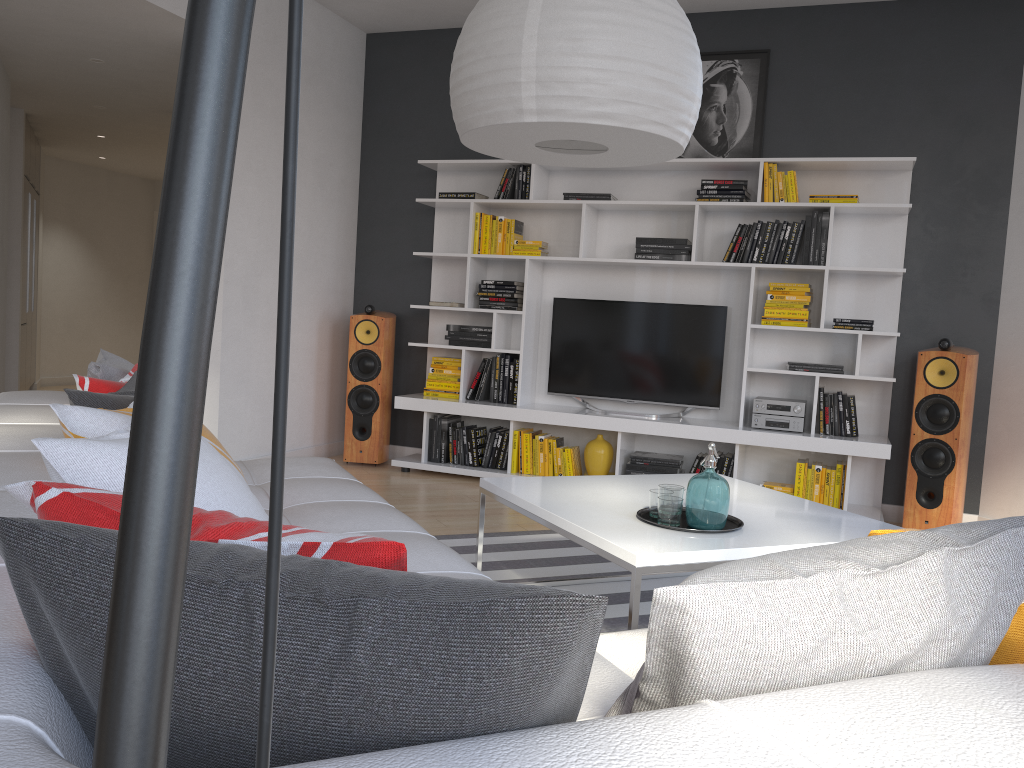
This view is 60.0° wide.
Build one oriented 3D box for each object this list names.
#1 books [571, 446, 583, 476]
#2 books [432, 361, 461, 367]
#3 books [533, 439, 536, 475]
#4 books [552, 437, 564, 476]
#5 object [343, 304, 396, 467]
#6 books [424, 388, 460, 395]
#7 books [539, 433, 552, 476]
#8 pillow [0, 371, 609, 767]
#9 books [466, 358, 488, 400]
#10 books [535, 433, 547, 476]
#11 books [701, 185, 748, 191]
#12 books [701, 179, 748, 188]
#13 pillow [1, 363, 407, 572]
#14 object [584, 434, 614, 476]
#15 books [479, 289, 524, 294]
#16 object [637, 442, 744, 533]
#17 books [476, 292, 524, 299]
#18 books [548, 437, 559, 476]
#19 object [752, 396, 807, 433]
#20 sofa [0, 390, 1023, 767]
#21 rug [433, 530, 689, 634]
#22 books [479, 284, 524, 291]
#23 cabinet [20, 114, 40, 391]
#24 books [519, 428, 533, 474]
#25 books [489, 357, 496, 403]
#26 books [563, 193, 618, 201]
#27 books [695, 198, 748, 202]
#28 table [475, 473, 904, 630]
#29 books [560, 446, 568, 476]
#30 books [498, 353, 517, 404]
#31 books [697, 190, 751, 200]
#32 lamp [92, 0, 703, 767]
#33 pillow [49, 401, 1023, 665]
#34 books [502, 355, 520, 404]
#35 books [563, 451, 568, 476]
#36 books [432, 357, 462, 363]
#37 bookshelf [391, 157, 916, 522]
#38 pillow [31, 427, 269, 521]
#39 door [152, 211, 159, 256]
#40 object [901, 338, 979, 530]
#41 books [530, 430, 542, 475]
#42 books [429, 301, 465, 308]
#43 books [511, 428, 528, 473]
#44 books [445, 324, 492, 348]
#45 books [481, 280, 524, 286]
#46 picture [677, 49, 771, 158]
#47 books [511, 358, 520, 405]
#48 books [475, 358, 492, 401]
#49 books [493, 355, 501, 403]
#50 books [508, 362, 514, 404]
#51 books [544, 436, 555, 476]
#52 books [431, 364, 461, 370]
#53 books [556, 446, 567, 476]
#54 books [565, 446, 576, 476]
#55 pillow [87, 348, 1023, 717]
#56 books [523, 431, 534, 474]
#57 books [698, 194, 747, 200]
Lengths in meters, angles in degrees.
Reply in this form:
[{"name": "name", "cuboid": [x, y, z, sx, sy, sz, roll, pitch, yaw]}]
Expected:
[{"name": "books", "cuboid": [0.406, 0.493, 5.566, 0.046, 0.193, 0.149, 5, 4, 21]}, {"name": "books", "cuboid": [-0.398, -0.138, 5.995, 0.234, 0.024, 0.171, 5, 5, 24]}, {"name": "books", "cuboid": [0.166, 0.457, 5.648, 0.042, 0.230, 0.156, 5, 4, 19]}, {"name": "books", "cuboid": [0.299, 0.462, 5.624, 0.056, 0.235, 0.172, 5, 4, 19]}, {"name": "object", "cuboid": [-0.965, 0.000, 6.130, 0.290, 1.088, 0.434, 4, 4, 5]}, {"name": "books", "cuboid": [-0.427, 0.045, 6.001, 0.269, 0.025, 0.213, 5, 4, 23]}, {"name": "books", "cuboid": [0.216, 0.447, 5.645, 0.055, 0.252, 0.185, 5, 4, 19]}, {"name": "pillow", "cuboid": [-0.549, 0.262, 1.548, 0.608, 0.436, 2.120, 1, 5, -29]}, {"name": "books", "cuboid": [-0.194, -0.035, 5.914, 0.142, 0.284, 0.232, 5, 4, 20]}, {"name": "books", "cuboid": [0.188, 0.445, 5.644, 0.041, 0.252, 0.180, 5, 4, 20]}, {"name": "books", "cuboid": [1.268, -1.161, 5.294, 0.246, 0.026, 0.180, 5, 4, 23]}, {"name": "books", "cuboid": [1.271, -1.189, 5.304, 0.266, 0.030, 0.209, 5, 4, 14]}, {"name": "pillow", "cuboid": [-0.692, 0.259, 1.843, 0.575, 0.449, 2.250, 1, 5, -27]}, {"name": "object", "cuboid": [0.540, 0.443, 5.524, 0.185, 0.257, 0.185, 3, 4, -2]}, {"name": "books", "cuboid": [-0.057, -0.605, 5.819, 0.264, 0.020, 0.189, 5, 4, 24]}, {"name": "object", "cuboid": [0.564, 0.300, 2.770, 0.330, 0.265, 0.330, 3, 4, -1]}, {"name": "books", "cuboid": [-0.058, -0.580, 5.817, 0.284, 0.030, 0.214, 6, 5, 29]}, {"name": "books", "cuboid": [0.267, 0.459, 5.627, 0.043, 0.235, 0.171, 5, 4, 19]}, {"name": "object", "cuboid": [1.574, 0.178, 5.219, 0.285, 0.174, 0.270, 5, 4, 20]}, {"name": "sofa", "cuboid": [0.001, 0.514, 2.283, 2.614, 0.732, 3.424, 2, 5, -25]}, {"name": "rug", "cuboid": [0.366, 0.827, 3.248, 1.662, 0.016, 2.326, 2, 5, -25]}, {"name": "books", "cuboid": [-0.044, -0.631, 5.834, 0.284, 0.030, 0.214, 6, 5, 29]}, {"name": "cabinet", "cuboid": [-4.471, -1.072, 8.209, 0.054, 2.496, 1.806, 2, 5, -25]}, {"name": "books", "cuboid": [0.093, 0.427, 5.688, 0.048, 0.271, 0.213, 5, 4, 20]}, {"name": "books", "cuboid": [-0.090, -0.031, 5.858, 0.028, 0.301, 0.213, 5, 4, 20]}, {"name": "books", "cuboid": [0.493, -1.160, 5.585, 0.310, 0.047, 0.250, 5, 4, 16]}, {"name": "books", "cuboid": [1.260, -1.083, 5.305, 0.284, 0.030, 0.214, 5, 4, 24]}, {"name": "table", "cuboid": [0.587, 0.631, 3.071, 1.091, 0.435, 1.091, 2, 5, -25]}, {"name": "books", "cuboid": [0.337, 0.492, 5.579, 0.046, 0.187, 0.134, 5, 4, 20]}, {"name": "books", "cuboid": [-0.026, -0.040, 5.843, 0.026, 0.326, 0.237, 5, 4, 20]}, {"name": "books", "cuboid": [1.273, -1.135, 5.323, 0.284, 0.030, 0.214, 5, 4, 24]}, {"name": "lamp", "cuboid": [-0.073, -0.350, 0.863, 0.710, 2.647, 3.199, 4, 4, 11]}, {"name": "pillow", "cuboid": [0.020, 0.310, 1.590, 2.095, 0.440, 0.630, 5, 4, 22]}, {"name": "books", "cuboid": [0.001, -0.032, 5.833, 0.034, 0.315, 0.239, 5, 4, 20]}, {"name": "books", "cuboid": [0.350, 0.504, 5.561, 0.049, 0.169, 0.113, 5, 4, 19]}, {"name": "books", "cuboid": [-0.398, -0.165, 6.019, 0.234, 0.024, 0.171, 5, 5, 24]}, {"name": "bookshelf", "cuboid": [0.747, -0.331, 5.453, 3.000, 2.052, 0.455, 5, 4, 20]}, {"name": "pillow", "cuboid": [0.330, 0.316, 1.513, 2.156, 0.456, 0.580, 4, 4, 1]}, {"name": "door", "cuboid": [-4.056, -1.057, 10.980, 1.031, 2.136, 0.085, 5, 4, 20]}, {"name": "object", "cuboid": [2.368, 0.294, 4.882, 0.290, 1.088, 0.434, 6, 5, 35]}, {"name": "books", "cuboid": [0.156, 0.435, 5.670, 0.038, 0.267, 0.202, 5, 4, 21]}, {"name": "books", "cuboid": [-0.416, -0.529, 5.947, 0.209, 0.030, 0.266, 5, 4, 14]}, {"name": "books", "cuboid": [0.049, 0.425, 5.682, 0.029, 0.270, 0.204, 5, 4, 20]}, {"name": "books", "cuboid": [-0.240, -0.318, 5.925, 0.343, 0.137, 0.277, 5, 4, 20]}, {"name": "books", "cuboid": [-0.051, -0.658, 5.806, 0.246, 0.026, 0.180, 6, 5, 28]}, {"name": "picture", "cuboid": [0.922, -1.708, 5.542, 1.279, 0.707, 0.076, 5, 4, 20]}, {"name": "books", "cuboid": [0.067, -0.017, 5.803, 0.051, 0.297, 0.230, 5, 4, 20]}, {"name": "books", "cuboid": [-0.152, -0.033, 5.880, 0.100, 0.289, 0.210, 5, 4, 19]}, {"name": "books", "cuboid": [-0.058, -0.037, 5.852, 0.034, 0.314, 0.237, 5, 4, 20]}, {"name": "books", "cuboid": [0.029, -0.009, 5.816, 0.028, 0.272, 0.200, 5, 4, 20]}, {"name": "books", "cuboid": [0.237, 0.457, 5.616, 0.043, 0.240, 0.169, 5, 4, 19]}, {"name": "books", "cuboid": [-0.406, -0.115, 6.003, 0.238, 0.023, 0.167, 6, 5, 36]}, {"name": "books", "cuboid": [0.320, 0.489, 5.593, 0.056, 0.188, 0.138, 5, 4, 20]}, {"name": "books", "cuboid": [0.380, 0.492, 5.566, 0.067, 0.193, 0.148, 5, 4, 21]}, {"name": "pillow", "cuboid": [-0.428, 0.228, 2.066, 0.647, 0.453, 2.953, 0, 5, -37]}, {"name": "books", "cuboid": [0.128, 0.436, 5.682, 0.066, 0.258, 0.198, 5, 4, 20]}, {"name": "books", "cuboid": [1.261, -1.109, 5.307, 0.264, 0.020, 0.189, 5, 4, 19]}]
